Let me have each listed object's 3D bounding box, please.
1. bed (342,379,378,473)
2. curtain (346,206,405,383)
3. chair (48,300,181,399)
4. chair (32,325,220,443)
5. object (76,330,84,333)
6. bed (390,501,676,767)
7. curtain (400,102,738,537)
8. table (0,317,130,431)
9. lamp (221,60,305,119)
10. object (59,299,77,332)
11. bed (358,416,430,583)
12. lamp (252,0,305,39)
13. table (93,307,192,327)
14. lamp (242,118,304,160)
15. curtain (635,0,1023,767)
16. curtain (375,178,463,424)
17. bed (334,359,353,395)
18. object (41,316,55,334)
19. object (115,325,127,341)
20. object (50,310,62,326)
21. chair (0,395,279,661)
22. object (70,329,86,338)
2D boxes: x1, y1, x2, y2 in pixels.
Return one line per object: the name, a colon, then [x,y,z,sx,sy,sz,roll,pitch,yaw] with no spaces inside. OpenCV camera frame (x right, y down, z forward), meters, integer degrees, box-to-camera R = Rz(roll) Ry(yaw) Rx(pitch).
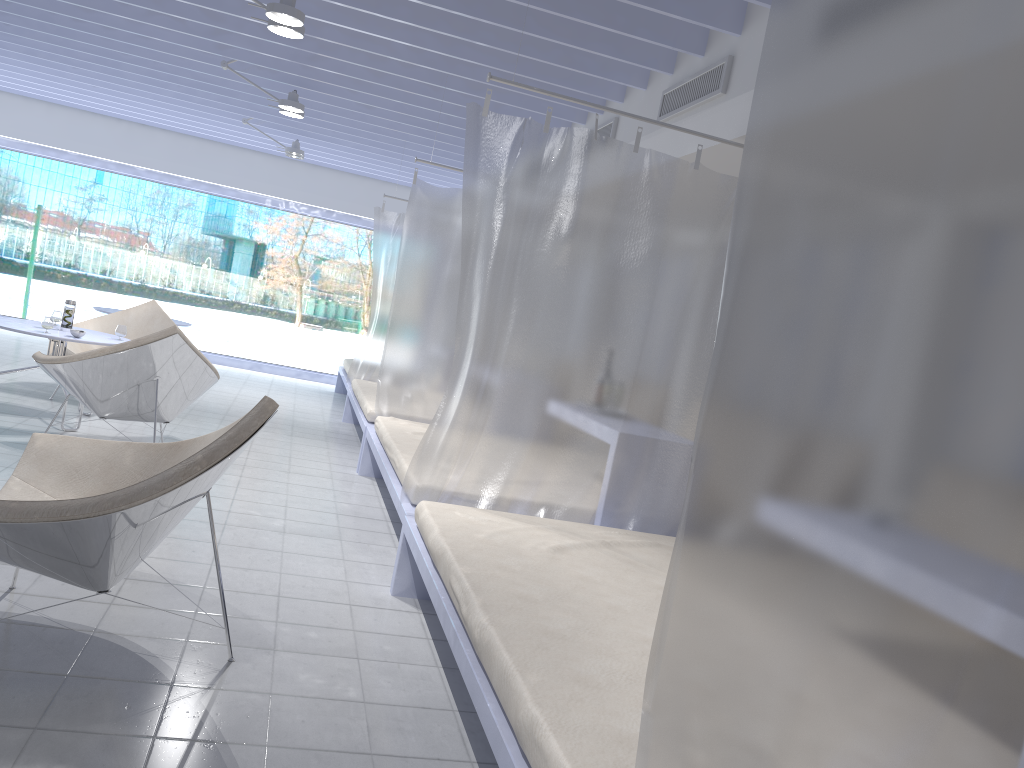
bed: [-0.222,0.407,6.835,2.016,0.427,2.200,11,4,-14]
curtain: [-0.346,-0.593,7.841,2.050,1.552,0.151,11,4,-14]
chair: [-2.716,-0.232,6.284,0.906,0.759,0.753,11,4,-4]
chair: [-1.970,0.020,4.677,0.906,0.759,0.753,8,5,-44]
object: [-2.450,-0.299,5.023,0.098,0.016,0.012,15,5,42]
bed: [0.781,0.878,2.560,2.016,0.427,2.200,11,4,-14]
curtain: [0.658,-0.122,3.566,2.050,1.552,0.151,11,4,-14]
table: [-2.735,-0.057,5.280,0.825,0.534,0.823,10,4,-23]
lamp: [-1.703,-2.024,6.072,0.587,0.218,0.380,11,4,-14]
object: [-2.644,-0.409,5.288,0.075,0.189,0.075,10,4,-22]
bed: [0.294,0.648,4.703,2.022,0.422,2.200,11,4,-14]
lamp: [-1.228,-1.801,4.049,0.587,0.218,0.380,11,4,-14]
table: [-3.337,-0.344,7.922,0.825,0.534,0.823,14,4,33]
lamp: [-2.182,-2.249,8.114,0.587,0.218,0.380,11,4,-14]
curtain: [1.197,0.142,1.428,1.998,1.559,0.125,10,4,-16]
curtain: [0.193,-0.329,5.705,1.998,1.559,0.125,10,4,-16]
bed: [-0.710,0.177,8.978,2.022,0.422,2.200,11,4,-14]
object: [-2.602,-0.331,4.970,0.068,0.091,0.068,12,4,14]
object: [-2.376,-0.311,5.388,0.068,0.091,0.068,10,4,-22]
object: [-2.821,-0.408,5.491,0.068,0.091,0.068,12,4,8]
chair: [-1.072,0.342,2.420,0.753,0.759,0.906,11,4,-10]
object: [-2.473,-0.285,5.048,0.082,0.043,0.082,15,5,44]
